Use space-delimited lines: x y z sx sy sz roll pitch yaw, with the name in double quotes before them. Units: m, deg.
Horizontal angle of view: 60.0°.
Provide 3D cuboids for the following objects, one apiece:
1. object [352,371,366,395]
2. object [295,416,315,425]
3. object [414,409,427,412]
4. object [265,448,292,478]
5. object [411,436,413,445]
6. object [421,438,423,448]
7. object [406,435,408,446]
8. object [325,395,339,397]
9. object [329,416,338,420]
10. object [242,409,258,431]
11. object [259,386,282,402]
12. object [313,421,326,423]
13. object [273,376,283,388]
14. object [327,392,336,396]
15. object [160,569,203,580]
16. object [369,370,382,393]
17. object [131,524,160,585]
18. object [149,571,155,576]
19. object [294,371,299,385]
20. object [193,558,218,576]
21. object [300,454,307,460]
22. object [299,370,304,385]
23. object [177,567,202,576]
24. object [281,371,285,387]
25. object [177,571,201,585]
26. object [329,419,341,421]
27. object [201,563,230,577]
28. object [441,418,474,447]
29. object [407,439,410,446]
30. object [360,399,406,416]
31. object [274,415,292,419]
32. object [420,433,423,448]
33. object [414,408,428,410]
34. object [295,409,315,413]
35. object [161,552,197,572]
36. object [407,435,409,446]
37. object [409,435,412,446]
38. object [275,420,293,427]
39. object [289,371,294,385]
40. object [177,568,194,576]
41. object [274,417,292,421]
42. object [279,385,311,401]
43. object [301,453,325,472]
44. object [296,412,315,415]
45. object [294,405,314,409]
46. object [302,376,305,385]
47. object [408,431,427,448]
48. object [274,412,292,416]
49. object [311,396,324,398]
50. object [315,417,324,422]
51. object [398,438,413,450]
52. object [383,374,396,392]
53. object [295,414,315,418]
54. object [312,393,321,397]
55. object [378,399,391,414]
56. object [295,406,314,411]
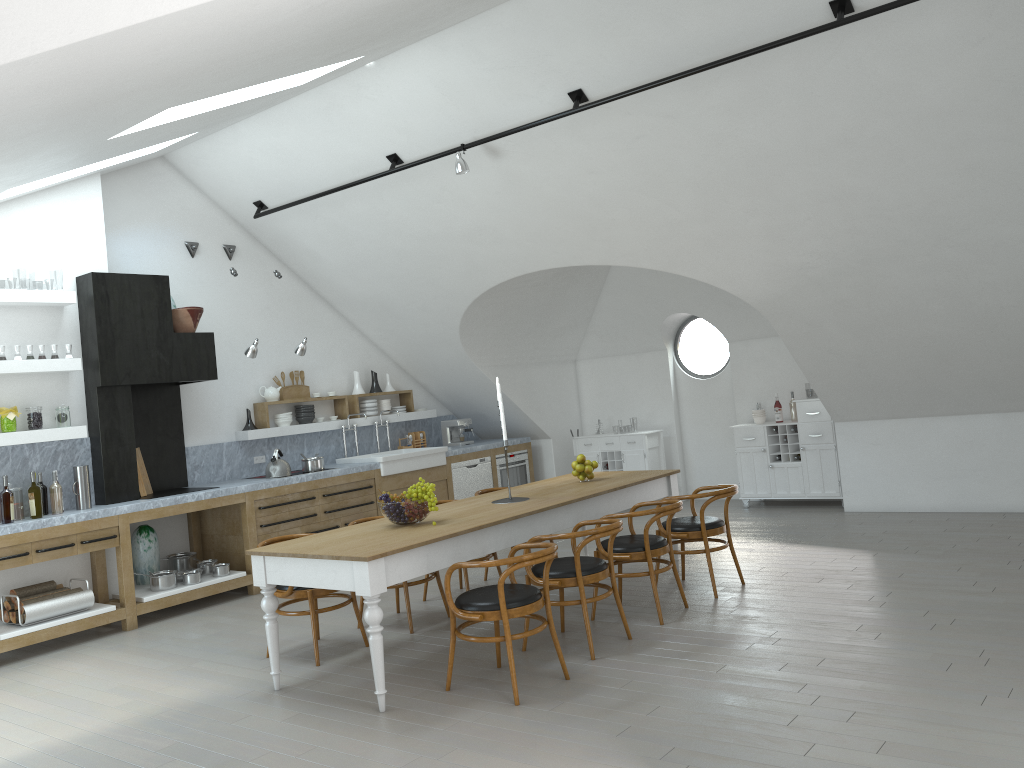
"object" -1.755 -0.015 10.080 0.156 0.268 0.156 -7 -2 27
"object" -2.194 0.389 9.424 0.205 0.072 0.206 -6 -1 25
"object" -1.131 0.326 10.802 0.213 0.025 0.213 -6 -1 25
"object" -2.247 0.752 8.496 0.246 0.268 0.246 -4 -2 -42
"object" -1.194 0.709 10.516 0.044 0.179 0.019 -7 -2 23
"object" -1.085 0.690 10.696 0.018 0.196 0.020 -4 -3 -30
"object" -1.233 0.703 10.505 0.019 0.196 0.022 -7 -2 26
"object" -1.983 0.135 9.770 0.164 0.012 0.163 -5 -1 -35
"object" -1.963 0.379 9.755 0.098 0.049 0.098 -6 -1 36
"object" -2.638 0.354 8.899 0.156 0.219 0.156 -6 -2 19
"object" -2.487 0.100 9.147 0.174 0.169 0.168 -6 -2 22
"object" -2.079 0.413 9.603 0.164 0.012 0.163 -5 -1 -35
"object" -2.411 0.036 9.281 0.199 0.259 0.016 -4 -3 -42
"object" -1.986 0.112 9.771 0.098 0.049 0.098 -6 -1 36
"object" -2.905 1.640 7.632 0.508 0.052 0.263 -6 -1 15
"object" -1.591 -0.029 10.285 0.156 0.268 0.156 -7 -2 42
"object" -3.174 1.473 7.680 0.231 0.499 0.230 -5 -2 -11
"object" -2.877 1.586 7.251 0.051 0.152 0.190 -7 -2 38
"object" -2.282 0.007 9.420 0.019 0.299 0.057 -7 -3 38
"object" -2.712 1.616 7.872 0.182 0.134 0.308 -5 -1 -28
"object" -2.028 0.773 8.834 0.235 0.167 0.051 -6 -2 33
"object" -2.245 0.005 9.472 0.039 0.298 0.068 -7 -3 38
"object" -2.781 1.624 7.627 0.041 0.045 0.247 -7 -1 37
"object" -2.392 0.016 9.312 0.027 0.299 0.055 -7 -3 38
"object" -2.723 1.621 7.437 0.260 0.113 0.153 -6 -1 27
"object" -1.961 0.402 9.754 0.164 0.012 0.163 -5 -1 -35
"object" -2.554 1.607 7.688 0.260 0.113 0.154 -6 -1 37
"object" -0.614 0.591 10.846 0.386 0.321 0.324 -7 -2 38
"object" -1.221 0.711 10.489 0.019 0.179 0.044 -6 -2 3
"object" -1.498 0.268 10.329 0.197 0.196 0.657 -7 -1 38
"object" -2.371 0.363 9.204 0.181 0.069 0.181 -5 -1 -35
"object" -1.087 0.687 10.680 0.040 0.192 0.042 -6 -2 -2
"object" -1.132 0.318 10.802 0.213 0.025 0.213 -6 -1 25
"object" -2.201 0.314 9.429 0.205 0.072 0.206 -6 -1 25
"object" -3.085 1.626 8.026 0.456 0.197 0.268 -5 -1 -18
"object" -1.233 0.703 10.516 0.018 0.196 0.020 -4 -3 -42
"object" -1.197 0.696 10.503 0.040 0.192 0.042 -5 -2 -15
"object" -2.368 0.409 9.201 0.181 0.064 0.181 -5 -1 -29
"object" -2.319 0.011 9.406 0.040 0.300 0.061 -7 -3 36
"object" -2.833 1.633 7.678 0.061 0.035 0.170 -7 -1 38
"object" -2.371 0.387 9.201 0.181 0.065 0.181 -6 -1 -15
"object" -2.303 0.088 9.396 0.084 0.158 0.354 -7 -2 38
"object" -1.950 0.792 8.875 0.232 0.170 0.394 -6 -1 18
"object" -2.194 0.335 9.425 0.205 0.086 0.205 -6 -1 -9
"object" -2.209 0.261 9.436 0.205 0.080 0.206 -6 -1 40
"object" -2.236 0.004 9.513 0.030 0.294 0.057 -7 -3 38
"object" -1.139 0.684 10.677 0.104 0.223 0.200 -7 -2 38
"object" -2.373 0.335 9.206 0.181 0.076 0.180 -6 -1 -14
"object" -2.115 0.147 9.601 0.164 0.012 0.163 -5 -1 -35
"object" -2.081 0.390 9.604 0.098 0.049 0.098 -6 -1 36
"object" -1.264 0.721 10.494 0.100 0.171 0.173 -7 -2 40
"object" -1.458 -0.016 10.467 0.156 0.219 0.156 -6 -2 19
"object" -2.197 0.363 9.425 0.205 0.086 0.205 -6 -1 -14
"object" -2.117 0.124 9.602 0.098 0.049 0.098 -6 -1 36
"object" -1.479 0.264 10.315 0.158 0.160 0.154 -5 -2 -24
"object" -2.203 0.289 9.435 0.205 0.084 0.205 -5 -1 -24
